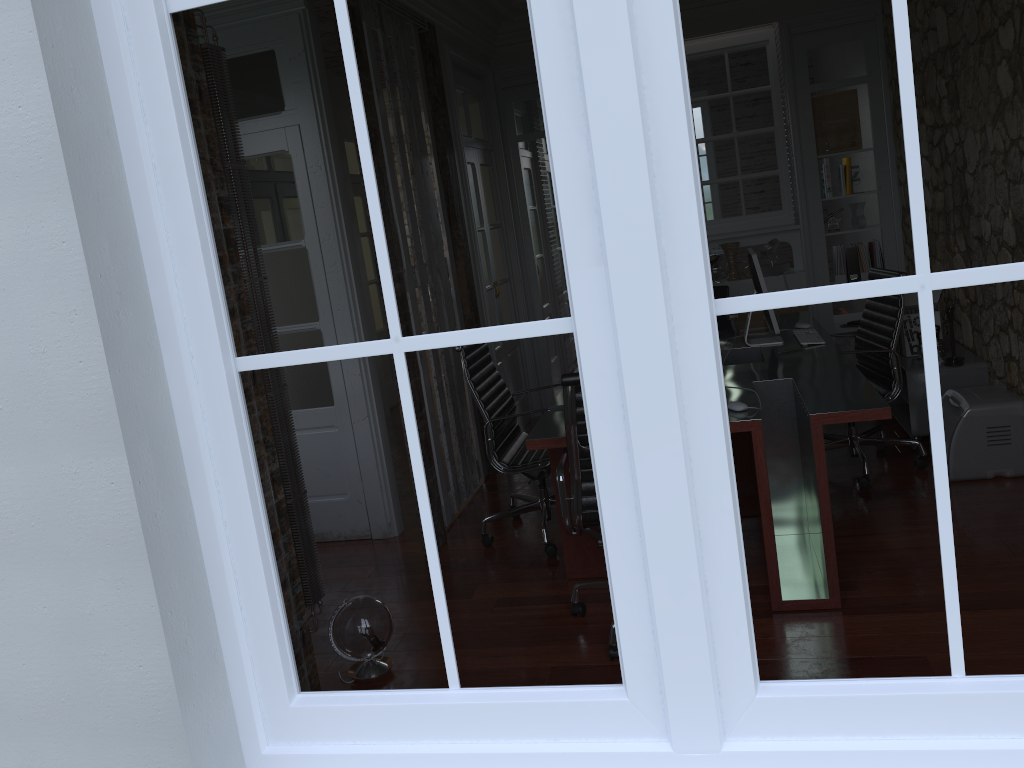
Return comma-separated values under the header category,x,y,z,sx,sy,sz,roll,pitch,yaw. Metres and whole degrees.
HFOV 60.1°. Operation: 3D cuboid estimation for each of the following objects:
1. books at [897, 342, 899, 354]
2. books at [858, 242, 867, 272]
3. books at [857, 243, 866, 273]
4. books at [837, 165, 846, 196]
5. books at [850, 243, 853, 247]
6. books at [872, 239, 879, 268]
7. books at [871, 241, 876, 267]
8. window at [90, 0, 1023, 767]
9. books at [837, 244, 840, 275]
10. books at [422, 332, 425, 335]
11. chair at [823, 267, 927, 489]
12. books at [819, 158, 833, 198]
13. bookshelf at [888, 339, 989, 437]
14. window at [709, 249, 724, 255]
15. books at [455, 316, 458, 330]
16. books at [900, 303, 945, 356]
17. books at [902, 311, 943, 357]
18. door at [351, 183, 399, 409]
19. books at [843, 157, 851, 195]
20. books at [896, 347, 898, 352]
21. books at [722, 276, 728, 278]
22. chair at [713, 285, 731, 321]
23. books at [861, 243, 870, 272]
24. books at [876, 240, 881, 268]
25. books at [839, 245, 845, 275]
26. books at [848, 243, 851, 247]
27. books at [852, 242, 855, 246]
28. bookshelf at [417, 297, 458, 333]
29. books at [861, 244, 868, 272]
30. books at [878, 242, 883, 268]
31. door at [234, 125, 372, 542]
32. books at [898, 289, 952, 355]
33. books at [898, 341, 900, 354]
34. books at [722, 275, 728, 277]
category,x,y,z,sx,sy,sz,roll,pitch,yaw
books,2.352,-0.366,5.120,0.258,0.352,0.050,-7,8,13
books,2.609,-0.908,6.569,0.045,0.285,0.196,-6,9,19
books,2.600,-0.913,6.577,0.045,0.280,0.182,-6,9,19
books,2.435,-1.507,6.544,0.026,0.221,0.163,-7,9,14
books,2.539,-0.898,6.584,0.030,0.281,0.182,-6,9,19
books,2.701,-0.923,6.569,0.030,0.288,0.182,-6,9,18
books,2.682,-0.912,6.567,0.024,0.275,0.196,-6,9,18
window,0.148,-0.364,1.231,1.525,1.970,0.128,-7,8,13
books,2.450,-0.902,6.637,0.038,0.294,0.182,-6,9,21
books,-1.282,-0.766,13.140,0.224,0.028,0.308,-10,11,-6
chair,1.726,-0.050,4.616,0.698,1.015,0.671,-7,8,9
books,2.336,-1.531,6.588,0.042,0.284,0.218,-7,9,14
bookshelf,2.441,0.003,5.297,0.435,0.456,1.206,-6,10,14
window,1.654,-2.348,10.466,1.537,1.925,0.128,-6,8,13
books,-0.828,-0.925,13.087,0.057,0.226,0.172,-7,9,14
books,2.329,-0.311,5.044,0.221,0.281,0.061,-6,8,13
books,2.323,-0.282,5.013,0.197,0.238,0.059,-6,8,13
door,-1.227,-0.844,8.319,0.040,2.071,1.086,-7,8,14
books,2.470,-1.532,6.531,0.055,0.266,0.194,-7,9,14
books,2.331,-0.326,5.179,0.182,0.260,0.057,-7,8,13
books,1.577,-0.843,7.063,0.181,0.011,0.247,-13,11,-21
chair,1.168,-0.147,5.866,0.475,0.913,0.606,-1,11,43
books,2.628,-0.903,6.562,0.045,0.285,0.196,-6,9,19
books,2.711,-0.922,6.559,0.013,0.286,0.196,-6,9,18
books,2.474,-0.897,6.621,0.022,0.286,0.196,-6,9,21
books,2.517,-0.900,6.594,0.039,0.286,0.196,-6,9,19
books,2.552,-0.903,6.583,0.009,0.286,0.196,-6,9,19
bookshelf,-0.772,-1.007,13.015,1.398,0.546,0.404,-6,9,13
books,2.618,-0.905,6.564,0.042,0.279,0.196,-6,9,19
books,2.725,-0.919,6.555,0.023,0.280,0.196,-6,9,18
door,-1.398,-0.191,4.703,1.056,2.164,0.041,-7,8,13
books,2.347,-0.355,5.067,0.271,0.352,0.063,-7,8,13
books,2.351,-0.360,5.097,0.258,0.350,0.071,-7,8,13
books,1.576,-0.852,7.062,0.181,0.007,0.247,-13,11,-21
